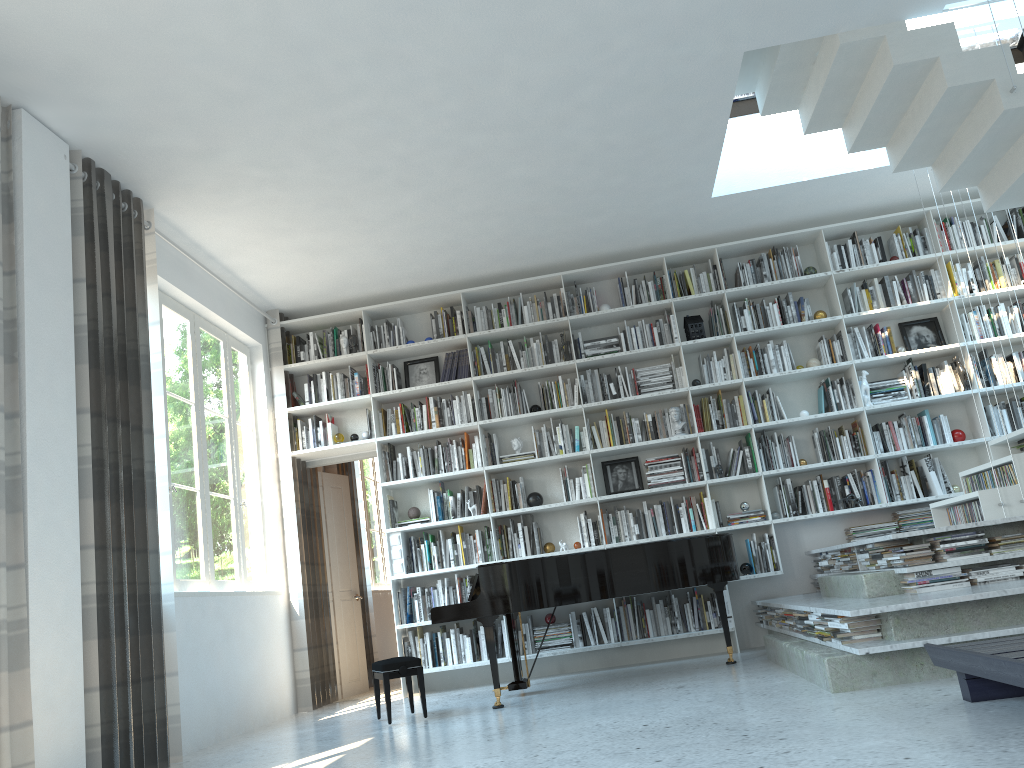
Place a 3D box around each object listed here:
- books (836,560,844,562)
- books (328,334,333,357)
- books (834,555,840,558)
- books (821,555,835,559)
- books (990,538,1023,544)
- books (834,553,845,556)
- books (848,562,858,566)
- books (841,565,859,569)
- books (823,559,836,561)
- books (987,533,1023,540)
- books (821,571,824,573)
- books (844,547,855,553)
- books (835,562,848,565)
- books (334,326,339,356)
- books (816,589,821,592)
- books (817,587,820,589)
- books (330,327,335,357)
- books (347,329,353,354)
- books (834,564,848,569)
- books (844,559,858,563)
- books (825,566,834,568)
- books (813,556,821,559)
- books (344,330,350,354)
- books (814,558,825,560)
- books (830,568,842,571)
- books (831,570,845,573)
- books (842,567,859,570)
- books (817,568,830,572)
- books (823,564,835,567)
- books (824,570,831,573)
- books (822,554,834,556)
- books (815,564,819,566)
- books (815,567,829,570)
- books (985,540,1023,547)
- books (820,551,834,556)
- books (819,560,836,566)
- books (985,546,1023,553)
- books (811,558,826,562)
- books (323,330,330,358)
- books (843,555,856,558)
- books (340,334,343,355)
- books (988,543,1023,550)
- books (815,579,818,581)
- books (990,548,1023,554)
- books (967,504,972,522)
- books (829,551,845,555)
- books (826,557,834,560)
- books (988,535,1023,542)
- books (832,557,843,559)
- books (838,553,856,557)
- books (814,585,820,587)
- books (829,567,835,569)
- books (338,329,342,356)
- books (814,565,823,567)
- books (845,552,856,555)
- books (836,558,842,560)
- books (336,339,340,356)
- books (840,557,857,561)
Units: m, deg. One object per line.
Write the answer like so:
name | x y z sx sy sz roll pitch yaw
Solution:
books | 2.317 1.201 6.069 0.150 0.013 0.216 -9 -14 5
books | -1.525 -0.289 7.570 0.030 0.257 0.130 -9 -13 5
books | 2.308 1.171 6.077 0.160 0.010 0.180 -9 -14 5
books | 2.340 1.231 6.375 0.163 0.018 0.290 -9 -14 4
books | 2.633 0.819 4.660 0.179 0.010 0.160 -10 -14 7
books | 2.306 1.160 6.080 0.149 0.013 0.220 -10 -14 8
books | 2.289 1.164 5.784 0.138 0.017 0.238 -9 -14 4
books | 2.270 1.182 5.782 0.178 0.014 0.248 -9 -14 3
books | 2.338 1.256 6.369 0.171 0.007 0.207 -10 -14 7
books | 2.629 0.794 4.654 0.203 0.011 0.173 -8 -14 0
books | 2.403 1.395 6.632 0.134 0.014 0.181 -9 -14 2
books | 2.267 1.078 5.805 0.139 0.028 0.262 -11 -14 10
books | 2.315 1.217 6.066 0.154 0.018 0.221 -9 -14 4
books | -1.487 -0.324 7.569 0.029 0.314 0.129 -9 -13 5
books | 2.377 1.537 6.640 0.163 0.019 0.188 -9 -14 4
books | 2.384 1.515 6.644 0.147 0.014 0.293 -9 -14 5
books | -1.508 -0.318 7.559 0.014 0.303 0.146 -9 -13 5
books | -1.354 -0.322 7.540 0.027 0.258 0.147 -9 -13 5
books | 2.307 1.238 6.063 0.164 0.023 0.242 -10 -14 9
books | 2.275 1.149 5.789 0.159 0.018 0.203 -9 -14 3
books | 2.351 1.299 6.358 0.152 0.009 0.260 -9 -14 2
books | 2.373 1.293 6.658 0.159 0.011 0.246 -9 -14 2
books | -1.377 -0.314 7.544 0.021 0.253 0.179 -9 -13 5
books | 2.375 1.302 6.656 0.167 0.008 0.235 -9 -14 4
books | 2.301 1.257 6.059 0.190 0.012 0.235 -9 -14 3
books | 2.307 1.267 6.056 0.183 0.012 0.297 -9 -14 4
books | 2.265 1.195 5.780 0.182 0.011 0.254 -10 -14 9
books | 2.387 1.383 6.636 0.163 0.017 0.233 -10 -14 7
books | 2.346 1.291 6.361 0.163 0.008 0.295 -9 -14 3
books | 2.350 1.332 6.351 0.173 0.016 0.233 -9 -14 4
books | 2.340 1.219 6.377 0.159 0.007 0.286 -9 -14 4
books | 2.383 1.342 6.646 0.156 0.009 0.288 -9 -14 3
books | 2.376 1.368 6.641 0.175 0.017 0.266 -10 -14 8
books | 2.632 0.826 4.636 0.273 0.014 0.188 -8 -14 0
books | 2.327 1.208 6.381 0.171 0.020 0.194 -8 -14 0
books | 2.330 1.275 6.366 0.189 0.030 0.238 -9 -14 2
books | 2.640 0.861 4.659 0.293 0.014 0.134 -9 -14 2
books | 2.366 1.315 6.654 0.171 0.015 0.253 -8 -14 0
books | -1.563 -0.300 7.558 0.039 0.282 0.182 -9 -13 5
books | 2.265 1.119 5.797 0.161 0.012 0.254 -10 -14 9
books | -1.421 -0.293 7.548 0.021 0.226 0.156 -9 -13 5
books | 2.636 0.844 4.647 0.214 0.015 0.177 -10 -14 6
books | 2.364 1.460 6.658 0.152 0.015 0.208 -11 -14 10
books | 2.639 0.866 4.637 0.287 0.005 0.165 -11 -14 10
books | 2.889 0.790 5.477 0.125 0.125 0.010 -9 -13 5
books | 2.292 1.148 6.084 0.165 0.015 0.243 -8 -14 0
books | 2.343 1.245 6.371 0.143 0.012 0.264 -11 -14 10
books | 2.631 0.807 4.658 0.246 0.013 0.173 -9 -14 4
books | 2.303 1.180 6.076 0.167 0.008 0.235 -9 -14 4
books | 2.257 1.110 5.800 0.187 0.009 0.261 -9 -14 4
books | 2.371 1.505 6.648 0.170 0.012 0.215 -9 -14 5
books | 2.366 1.311 6.354 0.131 0.021 0.240 -10 -14 7
books | -1.441 -0.314 7.556 0.013 0.274 0.159 -9 -13 5
books | 2.378 1.353 6.644 0.179 0.012 0.262 -9 -14 5
books | 2.281 1.096 5.800 0.128 0.013 0.297 -9 -14 3
books | 2.312 1.189 6.073 0.144 0.013 0.221 -10 -14 8
books | -1.453 -0.270 7.542 0.024 0.187 0.160 -9 -13 5
books | 2.264 1.134 5.793 0.179 0.017 0.293 -10 -14 6
